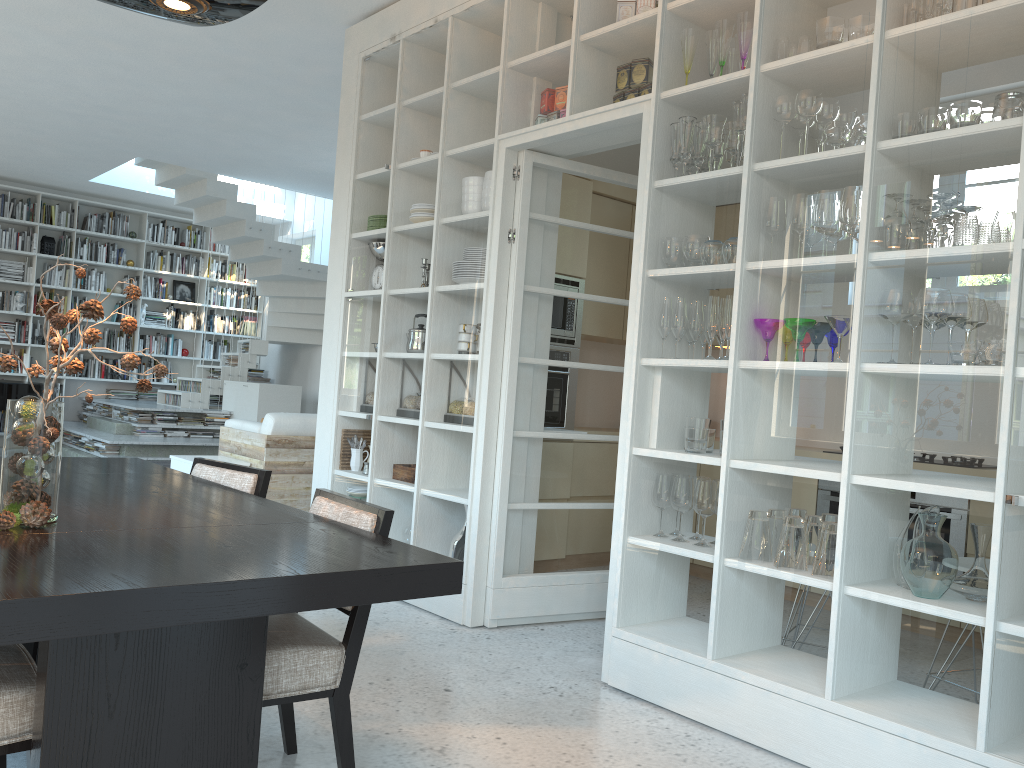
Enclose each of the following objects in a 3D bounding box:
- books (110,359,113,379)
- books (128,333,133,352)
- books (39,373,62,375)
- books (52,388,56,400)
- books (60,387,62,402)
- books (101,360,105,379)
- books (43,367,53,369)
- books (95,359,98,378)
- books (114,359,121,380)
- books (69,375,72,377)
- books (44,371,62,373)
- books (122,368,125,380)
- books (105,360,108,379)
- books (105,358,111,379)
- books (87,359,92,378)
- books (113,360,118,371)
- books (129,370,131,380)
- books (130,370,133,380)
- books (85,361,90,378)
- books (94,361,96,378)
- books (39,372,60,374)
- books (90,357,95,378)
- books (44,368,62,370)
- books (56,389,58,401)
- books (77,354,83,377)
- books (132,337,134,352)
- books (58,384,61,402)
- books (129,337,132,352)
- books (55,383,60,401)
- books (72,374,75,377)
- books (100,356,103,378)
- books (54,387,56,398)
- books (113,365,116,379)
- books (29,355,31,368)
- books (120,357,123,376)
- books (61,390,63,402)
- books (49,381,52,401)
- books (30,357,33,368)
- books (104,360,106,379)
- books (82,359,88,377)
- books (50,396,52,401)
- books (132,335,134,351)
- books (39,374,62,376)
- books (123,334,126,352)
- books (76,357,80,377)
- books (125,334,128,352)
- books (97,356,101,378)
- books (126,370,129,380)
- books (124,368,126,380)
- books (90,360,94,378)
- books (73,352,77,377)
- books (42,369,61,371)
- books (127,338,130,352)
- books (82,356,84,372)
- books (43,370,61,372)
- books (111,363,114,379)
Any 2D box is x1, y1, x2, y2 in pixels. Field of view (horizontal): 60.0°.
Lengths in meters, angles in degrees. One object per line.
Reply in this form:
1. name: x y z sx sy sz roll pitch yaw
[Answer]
1. books: -5.243 -0.197 11.543 0.026 0.263 0.169 4 0 -40
2. books: -5.031 -0.564 11.681 0.007 0.295 0.162 4 0 -40
3. books: -5.773 -0.128 11.032 0.285 0.012 0.159 5 -1 -35
4. books: -5.713 0.156 11.026 0.026 0.225 0.175 4 0 -40
5. books: -5.662 0.156 11.088 0.013 0.233 0.149 4 0 -40
6. books: -5.312 -0.194 11.470 0.031 0.244 0.184 4 0 -40
7. books: -5.762 -0.200 11.024 0.254 0.012 0.161 5 -1 -31
8. books: -5.370 -0.203 11.420 0.025 0.252 0.181 4 0 -40
9. books: -5.158 -0.192 11.604 0.070 0.266 0.186 4 0 -40
10. books: -5.594 -0.222 11.244 0.012 0.254 0.161 4 0 -40
11. books: -5.768 -0.152 11.028 0.285 0.012 0.159 5 -1 -37
12. books: -5.121 -0.188 11.649 0.021 0.265 0.150 4 0 -40
13. books: -5.287 -0.191 11.518 0.021 0.242 0.131 4 0 -40
14. books: -5.258 -0.198 11.521 0.026 0.262 0.173 4 0 -40
15. books: -5.441 -0.199 11.384 0.029 0.234 0.142 4 0 -40
16. books: -5.192 -0.186 11.583 0.012 0.249 0.164 4 0 -40
17. books: -5.058 -0.180 11.688 0.026 0.258 0.156 4 0 -40
18. books: -5.038 -0.185 11.705 0.025 0.272 0.171 4 0 -40
19. books: -5.450 -0.192 11.363 0.011 0.217 0.175 4 0 -40
20. books: -5.396 -0.189 11.421 0.012 0.221 0.153 4 0 -40
21. books: -5.770 -0.140 11.029 0.254 0.012 0.161 5 -1 -34
22. books: -5.401 -0.213 11.408 0.014 0.268 0.171 4 0 -40
23. books: -5.767 -0.189 11.030 0.285 0.012 0.159 5 -1 -36
24. books: -5.690 0.164 11.045 0.011 0.212 0.178 4 0 -40
25. books: -5.510 -0.236 11.289 0.030 0.294 0.188 4 0 -40
26. books: -5.023 -0.527 11.720 0.009 0.223 0.146 4 0 -40
27. books: -5.681 0.136 11.089 0.015 0.271 0.157 4 0 -40
28. books: -5.047 -0.519 11.680 0.013 0.204 0.158 4 0 -40
29. books: -5.680 0.128 11.061 0.021 0.285 0.172 4 0 -40
30. books: -5.567 -0.224 11.240 0.023 0.262 0.186 4 0 -40
31. books: -5.325 -0.219 11.454 0.012 0.293 0.175 4 0 -40
32. books: -5.709 0.156 11.051 0.012 0.225 0.149 4 0 -40
33. books: -5.207 -0.153 11.570 0.025 0.181 0.169 4 0 -40
34. books: -5.973 -0.241 10.933 0.027 0.229 0.141 4 0 -40
35. books: -5.132 -0.204 11.638 0.013 0.294 0.134 4 0 -40
36. books: -5.662 0.170 11.105 0.012 0.206 0.160 4 0 -40
37. books: -5.759 0.114 11.019 0.032 0.300 0.149 4 0 -40
38. books: -5.953 -0.230 10.953 0.030 0.210 0.136 4 0 -40
39. books: -5.300 -0.189 11.498 0.025 0.238 0.156 4 0 -40
40. books: -5.478 -0.201 11.338 0.065 0.231 0.162 4 0 -40
41. books: -5.745 0.165 11.032 0.013 0.202 0.139 4 0 -40
42. books: -5.034 -0.534 11.721 0.007 0.235 0.131 4 0 -40
43. books: -5.771 -0.116 11.028 0.285 0.012 0.159 5 -1 -37
44. books: -5.107 -0.537 11.622 0.018 0.229 0.181 4 0 -40
45. books: -5.532 -0.218 11.272 0.023 0.256 0.178 4 0 -40
46. books: -5.088 -0.537 11.655 0.021 0.232 0.155 4 0 -40
47. books: -5.348 -0.217 11.462 0.012 0.285 0.159 4 0 -40
48. books: -5.074 -0.166 11.667 0.025 0.228 0.175 4 0 -40
49. books: -5.101 -0.164 11.651 0.013 0.220 0.168 4 0 -40
50. books: -5.419 -0.194 11.398 0.024 0.228 0.159 4 0 -40
51. books: -5.553 -0.250 11.252 0.010 0.316 0.186 4 0 -40
52. books: -5.763 -0.176 11.022 0.254 0.012 0.161 5 -1 -40
53. books: -5.059 -0.509 11.647 0.016 0.180 0.189 4 0 -40
54. books: -5.502 -0.226 11.309 0.010 0.277 0.174 4 0 -40
55. books: -5.770 -0.164 11.031 0.254 0.012 0.161 5 -1 -35
56. books: -5.228 -0.170 11.559 0.022 0.211 0.135 4 0 -40
